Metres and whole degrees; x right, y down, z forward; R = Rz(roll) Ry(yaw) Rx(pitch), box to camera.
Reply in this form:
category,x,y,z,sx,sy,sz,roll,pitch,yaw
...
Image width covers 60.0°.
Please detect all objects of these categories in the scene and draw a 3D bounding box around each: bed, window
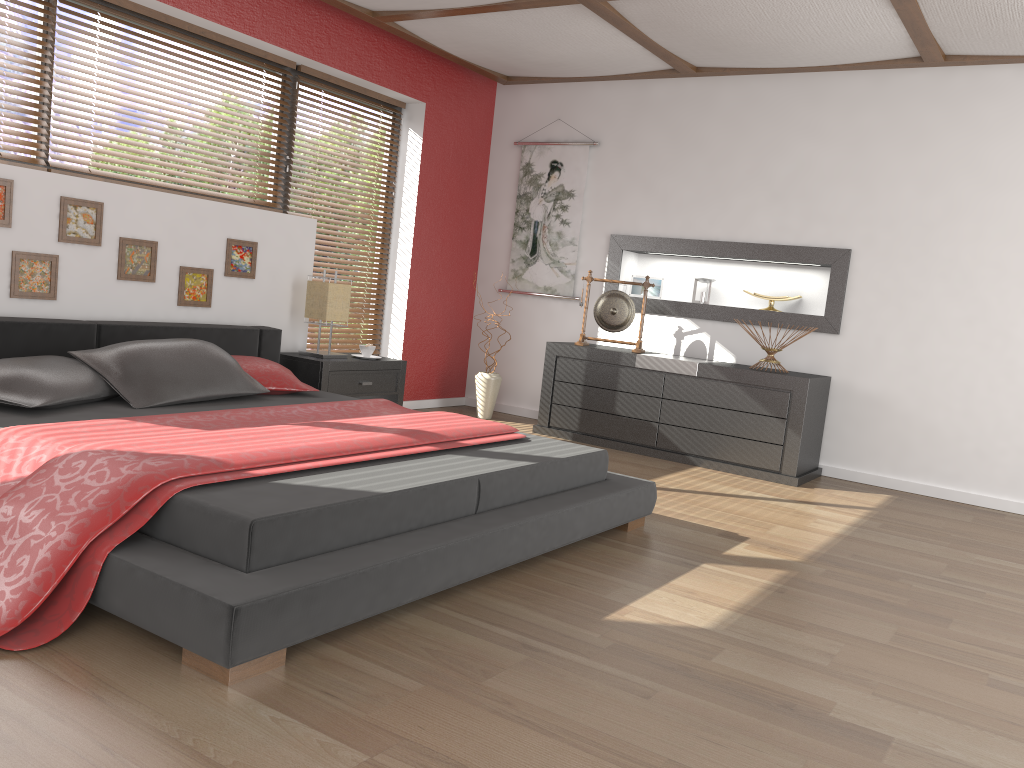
category,x,y,z,sx,sy,sz,roll,pitch,yaw
bed,-1.052,0.165,3.276,2.413,0.577,2.469,10,7,32
window,-1.165,-0.931,5.796,0.020,1.893,0.889,10,7,32
window,-2.166,-1.414,4.106,0.020,0.786,2.817,10,7,32

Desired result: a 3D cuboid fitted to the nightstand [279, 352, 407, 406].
category,x,y,z,sx,sy,sz,roll,pitch,yaw
nightstand,-1.007,0.051,5.188,0.413,0.423,0.700,10,7,32

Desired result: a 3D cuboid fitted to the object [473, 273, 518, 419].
category,x,y,z,sx,sy,sz,roll,pitch,yaw
object,-0.176,-0.270,6.171,0.364,1.035,0.422,7,6,8

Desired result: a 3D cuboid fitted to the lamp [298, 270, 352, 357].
category,x,y,z,sx,sy,sz,roll,pitch,yaw
lamp,-1.056,-0.408,5.062,0.200,0.480,0.200,10,7,32

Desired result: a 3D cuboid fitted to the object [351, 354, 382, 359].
category,x,y,z,sx,sy,sz,roll,pitch,yaw
object,-0.862,-0.160,5.253,0.179,0.012,0.179,2,7,-32

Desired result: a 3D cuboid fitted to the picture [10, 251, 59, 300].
category,x,y,z,sx,sy,sz,roll,pitch,yaw
picture,-2.071,-0.468,3.848,0.010,0.200,0.200,10,7,32

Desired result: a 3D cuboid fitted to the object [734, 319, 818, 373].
category,x,y,z,sx,sy,sz,roll,pitch,yaw
object,1.535,-0.220,5.235,0.481,0.282,0.481,6,6,-1

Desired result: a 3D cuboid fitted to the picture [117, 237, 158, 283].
category,x,y,z,sx,sy,sz,roll,pitch,yaw
picture,-1.792,-0.593,4.248,0.010,0.200,0.200,10,7,32

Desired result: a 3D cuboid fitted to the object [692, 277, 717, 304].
category,x,y,z,sx,sy,sz,roll,pitch,yaw
object,1.284,-0.620,5.937,0.159,0.171,0.159,5,6,-9

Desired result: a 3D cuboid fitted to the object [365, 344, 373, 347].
category,x,y,z,sx,sy,sz,roll,pitch,yaw
object,-0.843,-0.227,5.234,0.007,0.007,0.192,6,6,2

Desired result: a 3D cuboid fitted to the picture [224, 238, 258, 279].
category,x,y,z,sx,sy,sz,roll,pitch,yaw
picture,-1.452,-0.670,4.757,0.010,0.200,0.200,10,7,32

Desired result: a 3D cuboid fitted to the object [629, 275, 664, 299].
category,x,y,z,sx,sy,sz,roll,pitch,yaw
object,0.928,-0.670,6.125,0.226,0.146,0.041,7,6,12

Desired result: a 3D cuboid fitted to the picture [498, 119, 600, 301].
category,x,y,z,sx,sy,sz,roll,pitch,yaw
picture,0.262,-1.264,6.387,0.701,1.270,0.028,10,7,32

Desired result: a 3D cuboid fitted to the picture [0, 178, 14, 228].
category,x,y,z,sx,sy,sz,roll,pitch,yaw
picture,-2.154,-0.753,3.641,0.010,0.200,0.200,10,7,32

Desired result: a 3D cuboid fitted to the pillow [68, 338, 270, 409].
category,x,y,z,sx,sy,sz,roll,pitch,yaw
pillow,-1.414,-0.063,3.735,0.386,0.241,0.744,9,7,28

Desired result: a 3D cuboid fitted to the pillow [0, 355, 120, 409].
category,x,y,z,sx,sy,sz,roll,pitch,yaw
pillow,-1.769,-0.010,3.356,0.418,0.172,0.745,7,6,8

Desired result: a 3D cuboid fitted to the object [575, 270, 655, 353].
category,x,y,z,sx,sy,sz,roll,pitch,yaw
object,0.666,-0.477,5.774,0.490,0.498,0.173,8,6,17

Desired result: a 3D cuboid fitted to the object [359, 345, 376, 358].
category,x,y,z,sx,sy,sz,roll,pitch,yaw
object,-0.859,-0.192,5.250,0.099,0.069,0.099,2,7,-32

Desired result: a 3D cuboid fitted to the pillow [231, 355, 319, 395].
category,x,y,z,sx,sy,sz,roll,pitch,yaw
pillow,-1.319,-0.043,4.150,0.745,0.172,0.418,2,7,-38

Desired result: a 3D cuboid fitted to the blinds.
category,x,y,z,sx,sy,sz,roll,pitch,yaw
blinds,-2.173,-0.832,4.125,0.032,1.952,4.840,10,7,32

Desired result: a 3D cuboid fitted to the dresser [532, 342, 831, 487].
category,x,y,z,sx,sy,sz,roll,pitch,yaw
dresser,1.036,0.138,5.582,1.740,0.608,0.540,10,7,32

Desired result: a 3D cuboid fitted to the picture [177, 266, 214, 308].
category,x,y,z,sx,sy,sz,roll,pitch,yaw
picture,-1.620,-0.496,4.543,0.010,0.200,0.200,10,7,32

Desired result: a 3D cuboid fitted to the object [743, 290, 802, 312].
category,x,y,z,sx,sy,sz,roll,pitch,yaw
object,1.662,-0.523,5.675,0.350,0.116,0.181,9,6,22

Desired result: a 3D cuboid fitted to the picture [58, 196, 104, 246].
category,x,y,z,sx,sy,sz,roll,pitch,yaw
picture,-1.936,-0.729,3.987,0.010,0.200,0.200,10,7,32

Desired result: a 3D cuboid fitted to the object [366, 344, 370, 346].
category,x,y,z,sx,sy,sz,roll,pitch,yaw
object,-0.857,-0.230,5.252,0.007,0.007,0.192,6,6,-3
